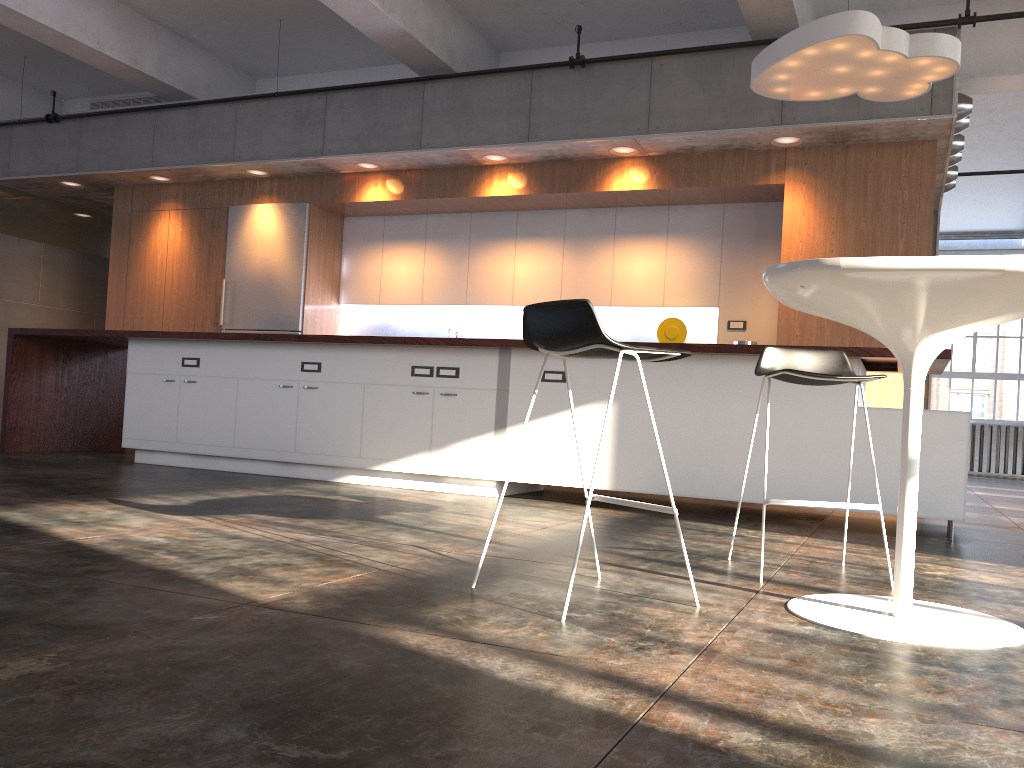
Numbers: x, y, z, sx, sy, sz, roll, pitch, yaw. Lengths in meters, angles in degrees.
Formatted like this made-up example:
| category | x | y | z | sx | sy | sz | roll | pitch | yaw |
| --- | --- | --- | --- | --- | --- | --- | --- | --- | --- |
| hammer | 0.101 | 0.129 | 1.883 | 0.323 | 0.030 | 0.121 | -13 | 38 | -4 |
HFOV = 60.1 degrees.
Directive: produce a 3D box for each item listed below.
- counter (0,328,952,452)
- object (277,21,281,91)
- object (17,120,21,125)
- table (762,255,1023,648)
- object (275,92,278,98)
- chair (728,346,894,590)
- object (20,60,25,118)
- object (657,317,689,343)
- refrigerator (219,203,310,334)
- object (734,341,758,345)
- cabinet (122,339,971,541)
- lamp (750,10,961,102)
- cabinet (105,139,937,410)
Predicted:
| category | x | y | z | sx | sy | sz | roll | pitch | yaw |
| --- | --- | --- | --- | --- | --- | --- | --- | --- | --- |
| counter | -0.655 | 0.213 | 6.134 | 6.554 | 0.971 | 1.160 | 2 | -2 | 22 |
| object | 0.200 | -0.320 | 8.075 | 0.052 | 0.053 | 0.062 | 4 | -2 | -29 |
| object | 0.256 | -0.358 | 8.072 | 0.052 | 0.051 | 0.063 | 3 | -2 | 16 |
| table | 1.123 | 0.192 | 2.497 | 0.816 | 0.951 | 0.841 | 3 | -2 | 23 |
| object | 0.255 | -0.313 | 8.092 | 0.061 | 0.053 | 0.053 | 2 | -2 | 30 |
| chair | 1.078 | 0.304 | 3.194 | 0.464 | 0.895 | 0.505 | 3 | -1 | 0 |
| object | 0.157 | -0.363 | 8.160 | 0.060 | 0.059 | 0.049 | 4 | -2 | -32 |
| object | 1.373 | -0.374 | 7.548 | 0.270 | 0.381 | 0.101 | 3 | -1 | 22 |
| refrigerator | -2.443 | -0.666 | 8.750 | 0.943 | 2.190 | 0.223 | 3 | -1 | 19 |
| object | 1.892 | -0.256 | 7.188 | 0.193 | 0.170 | 0.188 | 4 | -2 | -18 |
| cabinet | -0.103 | 0.266 | 5.897 | 5.562 | 0.930 | 0.936 | 2 | -2 | 22 |
| lamp | 2.054 | -1.905 | 5.344 | 1.095 | 0.130 | 0.993 | 4 | -2 | -21 |
| cabinet | -0.166 | -0.621 | 9.078 | 7.983 | 2.561 | 2.416 | 3 | -2 | 22 |
